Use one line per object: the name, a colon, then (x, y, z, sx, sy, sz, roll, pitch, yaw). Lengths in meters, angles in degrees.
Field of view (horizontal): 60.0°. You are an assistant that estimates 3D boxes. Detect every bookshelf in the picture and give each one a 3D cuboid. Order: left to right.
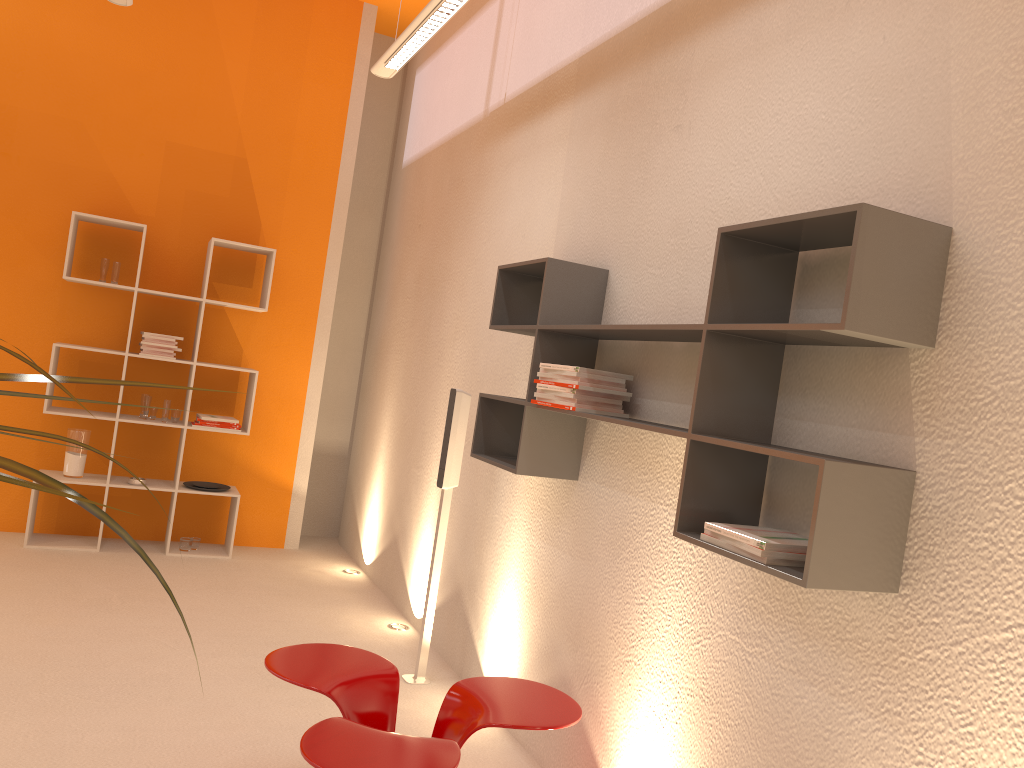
bookshelf: (-1.337, 1.492, 5.083, 3.516, 4.600, 1.107, 8, 0, 25)
bookshelf: (0.524, 0.689, 2.127, 0.322, 2.145, 3.370, 8, 0, -21)

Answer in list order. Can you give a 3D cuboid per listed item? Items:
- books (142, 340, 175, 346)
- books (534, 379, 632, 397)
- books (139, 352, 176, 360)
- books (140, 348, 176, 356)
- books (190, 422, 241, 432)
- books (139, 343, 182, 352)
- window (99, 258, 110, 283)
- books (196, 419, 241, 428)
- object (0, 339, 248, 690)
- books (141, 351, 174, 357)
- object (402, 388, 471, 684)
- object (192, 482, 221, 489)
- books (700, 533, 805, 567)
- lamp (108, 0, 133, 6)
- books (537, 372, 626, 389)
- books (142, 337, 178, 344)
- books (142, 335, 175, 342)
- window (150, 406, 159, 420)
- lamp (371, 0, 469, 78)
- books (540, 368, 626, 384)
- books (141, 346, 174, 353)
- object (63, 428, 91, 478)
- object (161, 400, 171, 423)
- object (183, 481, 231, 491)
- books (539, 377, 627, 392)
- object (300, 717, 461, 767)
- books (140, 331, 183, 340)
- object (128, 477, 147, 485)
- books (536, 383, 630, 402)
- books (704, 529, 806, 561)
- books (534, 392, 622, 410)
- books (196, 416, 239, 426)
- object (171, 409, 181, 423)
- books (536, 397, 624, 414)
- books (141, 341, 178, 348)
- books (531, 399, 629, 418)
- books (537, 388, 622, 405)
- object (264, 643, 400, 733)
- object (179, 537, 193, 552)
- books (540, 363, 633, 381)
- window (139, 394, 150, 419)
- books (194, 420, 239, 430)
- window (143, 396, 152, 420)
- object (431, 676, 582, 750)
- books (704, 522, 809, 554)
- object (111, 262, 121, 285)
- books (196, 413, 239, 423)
books: (-2.215, -0.260, 5.569, 0.190, 0.011, 0.268, 8, 0, -21)
books: (0.237, 0.013, 3.013, 0.210, 0.013, 0.297, 8, 0, -28)
books: (-2.226, -0.177, 5.565, 0.210, 0.013, 0.296, 8, 0, -23)
books: (-2.229, -0.203, 5.578, 0.190, 0.015, 0.254, 8, 0, -27)
books: (-1.898, 0.275, 5.682, 0.296, 0.013, 0.210, 8, 0, -23)
books: (-2.211, -0.232, 5.571, 0.230, 0.017, 0.227, 8, 0, -28)
window: (-2.299, 1.998, 1.068, 0.481, 5.399, 8.922, 8, 0, -11)
books: (-1.882, 0.251, 5.688, 0.254, 0.015, 0.190, 8, 0, -27)
object: (-1.829, 0.268, 0.543, 3.098, 2.600, 3.241, 8, 0, -15)
books: (-2.226, -0.189, 5.569, 0.190, 0.011, 0.268, 8, 0, -21)
object: (-0.334, 0.674, 3.971, 0.116, 1.317, 0.111, 8, 0, -26)
object: (-1.974, 0.661, 5.727, 0.178, 0.020, 0.178, 8, 0, -6)
books: (0.594, 0.391, 2.082, 0.190, 0.015, 0.254, 8, 0, -22)
lamp: (-1.093, -2.130, 2.533, 0.120, 1.052, 3.195, 8, 0, -23)
books: (0.233, -0.013, 3.025, 0.190, 0.015, 0.254, 8, 0, -32)
books: (-2.218, -0.274, 5.578, 0.190, 0.015, 0.254, 8, 0, -27)
books: (-2.216, -0.289, 5.569, 0.190, 0.015, 0.254, 8, 0, -21)
window: (-3.329, 2.278, 4.502, 2.294, 4.526, 1.860, 8, 0, -23)
lamp: (0.028, -1.966, 3.009, 0.120, 1.052, 3.195, 8, 0, -23)
books: (0.237, -0.028, 3.017, 0.190, 0.015, 0.254, 8, 0, -26)
books: (-2.226, -0.218, 5.569, 0.190, 0.015, 0.254, 8, 0, -21)
object: (-2.669, 0.425, 5.431, 0.129, 0.291, 0.129, 8, 0, 5)
object: (-2.572, 2.377, 1.867, 0.870, 4.604, 7.392, 8, 0, 8)
object: (-1.970, 0.664, 5.725, 0.294, 0.020, 0.294, 8, 0, 17)
books: (0.237, 0.001, 3.017, 0.190, 0.011, 0.268, 8, 0, -26)
object: (-0.352, 1.113, 2.198, 0.391, 0.450, 0.420, 8, 0, 7)
books: (-2.200, -0.303, 5.571, 0.230, 0.017, 0.227, 8, 0, -28)
object: (-2.330, 0.604, 5.511, 0.105, 0.035, 0.106, 8, 0, 21)
books: (0.241, 0.029, 3.020, 0.230, 0.017, 0.227, 8, 0, -33)
books: (0.596, 0.376, 2.074, 0.190, 0.015, 0.254, 8, 0, -16)
books: (0.223, 0.057, 3.025, 0.190, 0.015, 0.254, 8, 0, -32)
books: (-1.888, 0.235, 5.688, 0.254, 0.015, 0.190, 8, 0, -21)
object: (-0.214, 2.219, 2.491, 0.190, 3.502, 7.694, 8, 0, -34)
books: (0.227, 0.071, 3.017, 0.190, 0.011, 0.268, 8, 0, -26)
books: (-2.216, -0.248, 5.565, 0.210, 0.013, 0.296, 8, 0, -23)
books: (0.226, 0.084, 3.013, 0.210, 0.013, 0.297, 8, 0, -28)
books: (0.226, 0.043, 3.017, 0.190, 0.015, 0.254, 8, 0, -26)
object: (-0.573, 1.080, 2.701, 0.420, 0.450, 0.391, 8, 0, 37)
object: (0.336, 2.712, 1.162, 0.129, 2.692, 10.507, 8, 0, -30)
books: (0.252, -0.042, 3.020, 0.230, 0.017, 0.227, 8, 0, -33)
window: (-3.430, 2.229, 3.608, 0.993, 4.599, 4.234, 8, 0, 9)
books: (-1.893, 0.263, 5.683, 0.268, 0.011, 0.190, 8, 0, -21)
window: (-2.614, 0.739, 2.198, 0.908, 1.393, 6.719, 8, 0, -3)
object: (-0.033, 1.159, 2.633, 0.420, 0.450, 0.391, 8, 0, -23)
books: (0.612, 0.362, 2.075, 0.230, 0.017, 0.227, 8, 0, -23)
object: (-2.481, 1.976, 2.053, 0.351, 5.384, 6.779, 8, 0, -3)
books: (-1.884, 0.220, 5.674, 0.227, 0.017, 0.230, 8, 0, -28)
